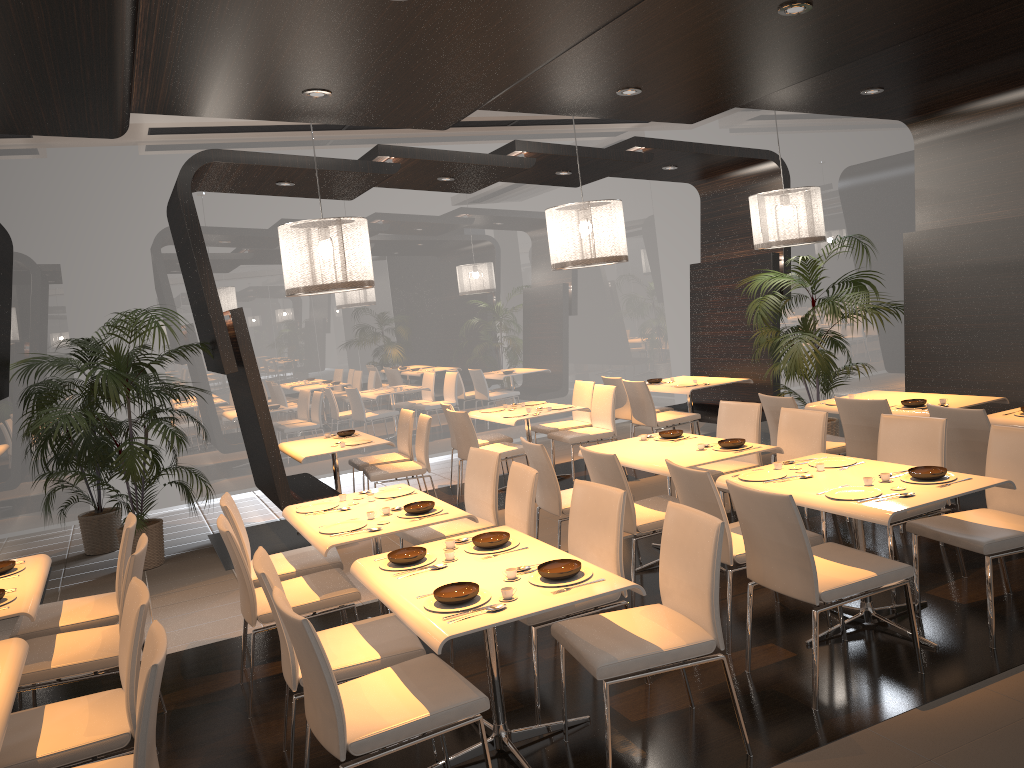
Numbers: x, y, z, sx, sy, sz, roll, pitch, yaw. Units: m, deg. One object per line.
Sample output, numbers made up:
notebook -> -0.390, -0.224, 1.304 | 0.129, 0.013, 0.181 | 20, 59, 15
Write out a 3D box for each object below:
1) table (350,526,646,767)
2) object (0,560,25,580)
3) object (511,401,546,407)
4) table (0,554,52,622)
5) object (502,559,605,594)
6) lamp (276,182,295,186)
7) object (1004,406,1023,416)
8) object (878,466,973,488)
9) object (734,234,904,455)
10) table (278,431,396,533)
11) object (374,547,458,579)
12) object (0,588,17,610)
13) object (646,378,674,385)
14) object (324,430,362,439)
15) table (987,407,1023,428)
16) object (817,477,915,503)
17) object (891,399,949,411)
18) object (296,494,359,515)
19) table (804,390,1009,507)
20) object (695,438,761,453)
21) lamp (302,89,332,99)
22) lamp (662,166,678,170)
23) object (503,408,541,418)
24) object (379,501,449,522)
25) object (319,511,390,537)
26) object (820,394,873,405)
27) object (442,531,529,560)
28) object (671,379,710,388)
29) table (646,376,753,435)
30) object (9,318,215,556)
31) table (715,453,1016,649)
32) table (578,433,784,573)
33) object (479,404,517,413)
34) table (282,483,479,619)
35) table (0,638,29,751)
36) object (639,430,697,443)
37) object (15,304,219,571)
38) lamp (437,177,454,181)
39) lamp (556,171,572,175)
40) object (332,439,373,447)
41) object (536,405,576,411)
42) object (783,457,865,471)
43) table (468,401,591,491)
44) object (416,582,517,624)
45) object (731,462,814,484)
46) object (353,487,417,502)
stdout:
table -> -0.077, 1.099, 3.516 | 0.803, 0.724, 1.147 | -8, 4, -24
object -> -2.584, 0.922, 4.383 | 0.305, 0.044, 0.364 | -9, 6, -25
object -> 0.156, 0.190, 8.955 | 0.336, 0.038, 0.376 | -10, 6, -35
table -> -2.550, 1.336, 4.046 | 0.803, 0.724, 1.147 | -8, 4, -24
object -> 0.141, 0.705, 3.319 | 0.305, 0.044, 0.364 | -9, 6, -25
lamp -> -1.971, -1.754, 7.682 | 0.160, 0.054, 0.160 | -8, 5, -18
object -> 3.232, 0.160, 5.373 | 0.305, 0.044, 0.364 | -9, 6, -25
object -> 1.906, 0.426, 4.144 | 0.305, 0.044, 0.364 | -9, 6, -25
object -> 2.884, -0.350, 8.260 | 1.507, 2.057, 1.562 | -7, 2, -11
table -> -1.538, 0.875, 7.796 | 0.803, 0.724, 1.147 | -8, 4, -24
object -> -0.404, 0.731, 3.728 | 0.305, 0.044, 0.364 | -9, 6, -25
object -> -2.329, 0.942, 3.849 | 0.305, 0.044, 0.364 | -9, 6, -25
object -> 1.583, -0.032, 9.549 | 0.305, 0.044, 0.364 | -9, 6, -25
object -> -1.559, 0.461, 8.124 | 0.305, 0.044, 0.364 | -9, 6, -25
table -> 3.544, 0.530, 5.158 | 0.803, 0.724, 1.147 | -8, 4, -24
object -> 1.609, 0.477, 3.991 | 0.336, 0.038, 0.376 | -10, 6, -30
object -> 2.838, 0.135, 6.147 | 0.305, 0.044, 0.364 | -9, 6, -25
object -> -1.051, 0.688, 5.044 | 0.336, 0.038, 0.376 | -10, 6, -30
table -> 2.899, 0.482, 6.502 | 0.803, 0.724, 1.147 | -8, 4, -24
object -> 1.315, 0.374, 5.449 | 0.305, 0.044, 0.364 | -9, 6, -25
lamp -> -1.065, -1.598, 4.824 | 0.161, 0.050, 0.160 | -9, 6, -30
lamp -> 1.667, -2.298, 9.342 | 0.162, 0.056, 0.161 | -9, 5, -30
object -> 0.097, 0.269, 8.172 | 0.336, 0.038, 0.376 | -10, 6, -30
object -> -0.524, 0.659, 4.658 | 0.305, 0.044, 0.364 | -9, 6, -25
object -> -0.798, 0.710, 4.485 | 0.336, 0.038, 0.376 | -10, 6, -30
object -> 2.563, 0.121, 6.682 | 0.336, 0.038, 0.376 | -10, 6, -30
object -> -0.127, 0.688, 3.848 | 0.305, 0.044, 0.364 | -9, 6, -25
object -> 1.833, -0.006, 8.984 | 0.336, 0.038, 0.376 | -10, 6, -30
table -> 1.898, 0.337, 9.345 | 0.803, 0.724, 1.147 | -8, 4, -24
object -> -3.673, 0.441, 7.888 | 1.556, 2.057, 1.513 | -5, 3, 28
table -> 1.709, 0.818, 4.331 | 0.803, 0.724, 1.147 | -8, 4, -24
table -> 1.199, 0.748, 5.742 | 1.057, 0.724, 1.147 | -8, 4, -24
object -> -0.127, 0.243, 8.738 | 0.336, 0.038, 0.376 | -10, 6, -30
table -> -0.724, 1.051, 4.860 | 0.803, 0.724, 1.147 | -8, 4, -24
table -> -1.923, 1.389, 2.678 | 0.803, 0.724, 1.147 | -8, 4, -24
object -> 1.048, 0.351, 6.040 | 0.305, 0.044, 0.364 | -9, 6, -25
object -> -3.028, 0.448, 6.992 | 1.568, 2.057, 1.501 | -8, 3, -30
lamp -> -0.622, -1.938, 8.297 | 0.162, 0.056, 0.161 | -9, 5, -30
lamp -> 0.513, -2.117, 8.816 | 0.162, 0.056, 0.161 | -9, 5, -30
object -> -1.377, 0.494, 7.577 | 0.336, 0.038, 0.376 | -10, 6, -35
object -> 0.396, 0.214, 8.388 | 0.336, 0.038, 0.376 | -10, 6, -35
object -> 1.631, 0.410, 4.696 | 0.336, 0.038, 0.376 | -10, 6, -35
table -> 0.176, 0.607, 8.566 | 0.803, 0.724, 1.147 | -8, 4, -24
object -> -0.159, 0.755, 3.158 | 0.305, 0.044, 0.364 | -9, 6, -25
object -> 1.356, 0.455, 4.550 | 0.336, 0.038, 0.376 | -10, 6, -30
object -> -0.763, 0.637, 5.232 | 0.336, 0.038, 0.376 | -10, 6, -35
